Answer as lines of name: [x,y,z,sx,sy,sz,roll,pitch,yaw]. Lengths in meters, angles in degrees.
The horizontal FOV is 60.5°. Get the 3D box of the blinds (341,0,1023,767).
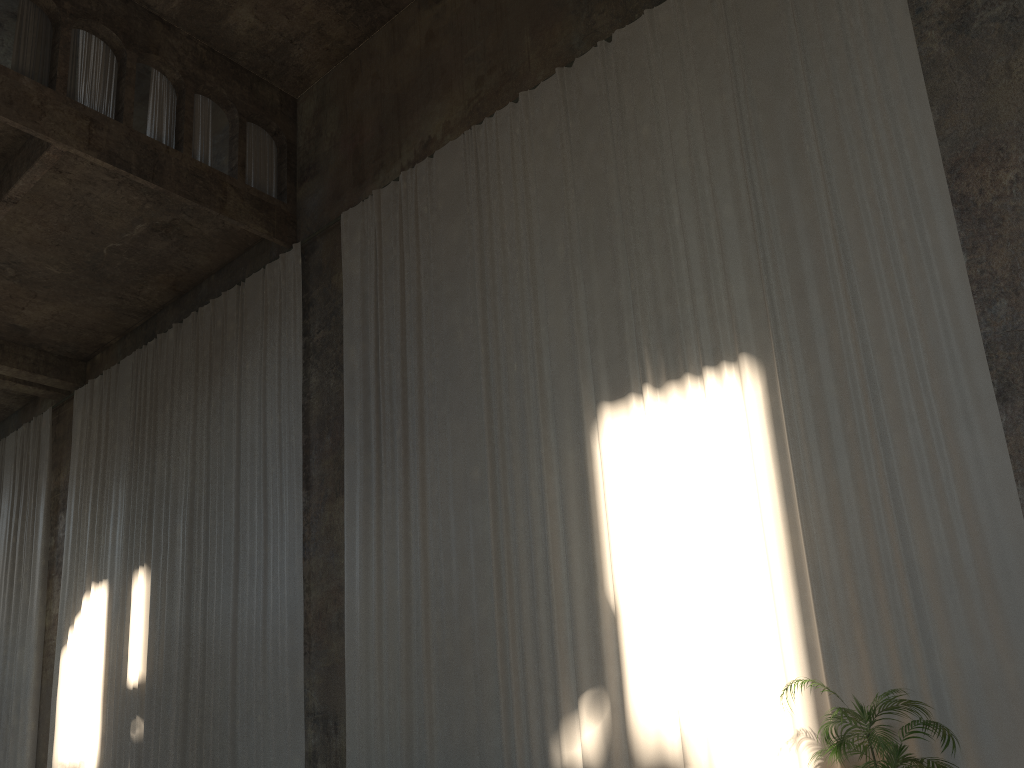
blinds: [0.662,0.370,9.309,7.990,8.329,0.279,-20,-22,39]

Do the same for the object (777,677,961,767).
object: [2.529,2.745,6.111,1.144,1.403,1.119,-14,-21,29]

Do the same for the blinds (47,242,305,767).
blinds: [-5.868,2.984,14.656,7.990,8.329,0.279,-20,-22,39]

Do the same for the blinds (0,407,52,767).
blinds: [-12.417,5.606,20.020,7.979,8.329,0.279,-19,-21,37]
